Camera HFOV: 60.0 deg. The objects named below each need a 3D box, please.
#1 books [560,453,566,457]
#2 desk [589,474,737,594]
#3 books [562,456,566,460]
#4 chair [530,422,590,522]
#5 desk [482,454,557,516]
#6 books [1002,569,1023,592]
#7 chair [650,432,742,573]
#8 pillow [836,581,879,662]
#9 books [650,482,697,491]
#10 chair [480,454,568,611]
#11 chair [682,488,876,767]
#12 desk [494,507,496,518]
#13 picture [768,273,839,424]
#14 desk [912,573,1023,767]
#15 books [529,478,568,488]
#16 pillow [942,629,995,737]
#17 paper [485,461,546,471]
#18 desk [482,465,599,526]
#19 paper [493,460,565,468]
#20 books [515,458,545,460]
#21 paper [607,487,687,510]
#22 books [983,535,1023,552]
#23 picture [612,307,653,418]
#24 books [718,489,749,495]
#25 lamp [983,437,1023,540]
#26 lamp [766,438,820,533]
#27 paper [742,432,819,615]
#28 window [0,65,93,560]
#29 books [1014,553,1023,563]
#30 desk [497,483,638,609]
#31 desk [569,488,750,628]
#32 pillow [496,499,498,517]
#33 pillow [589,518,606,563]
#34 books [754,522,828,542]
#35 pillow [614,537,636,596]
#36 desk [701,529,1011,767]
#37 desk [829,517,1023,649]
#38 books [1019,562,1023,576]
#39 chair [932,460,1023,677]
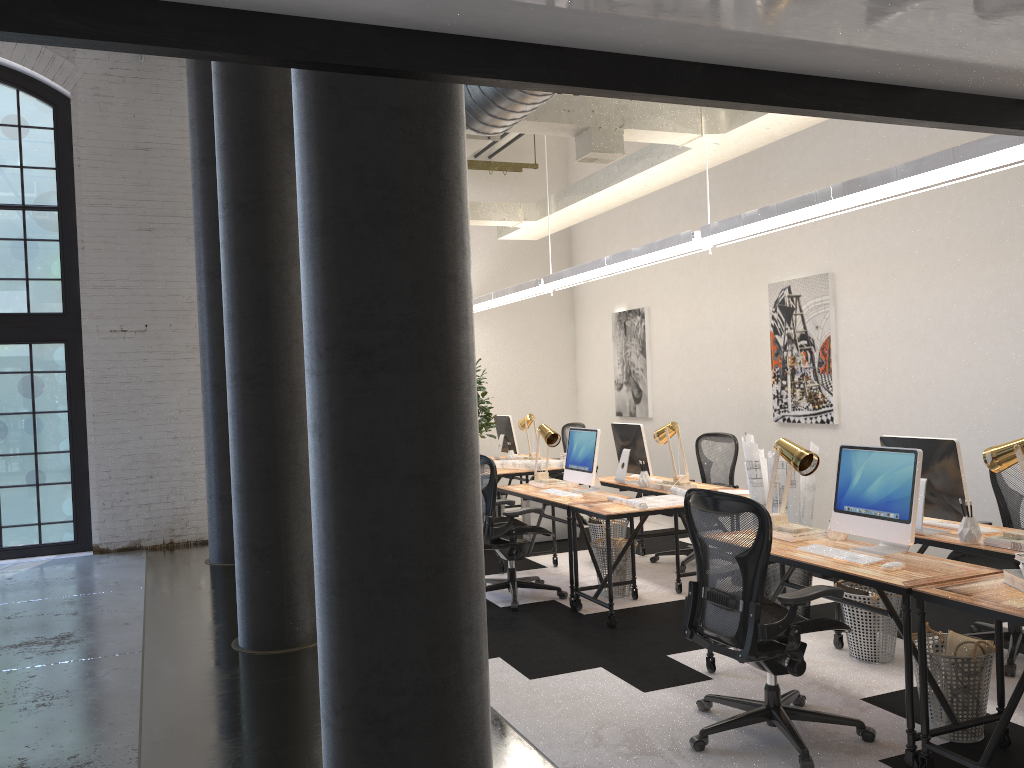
[{"bbox_3d":[0.581,0.693,8.693,0.153,0.030,0.185,-2,0,-24],"label":"books"},{"bbox_3d":[1.166,1.155,7.116,0.529,0.724,1.401,-3,0,-22],"label":"desk"},{"bbox_3d":[0.597,0.724,8.698,0.193,0.044,0.257,-2,0,-5],"label":"books"},{"bbox_3d":[0.539,0.984,9.861,0.792,1.086,0.770,-3,1,-38],"label":"chair"},{"bbox_3d":[0.135,1.178,9.593,0.529,0.724,1.401,-3,0,-22],"label":"desk"},{"bbox_3d":[1.968,0.732,3.258,0.200,0.050,0.271,-2,0,5],"label":"books"},{"bbox_3d":[1.571,0.961,7.385,0.792,1.086,0.770,-3,1,-38],"label":"chair"},{"bbox_3d":[1.870,1.284,4.779,0.119,0.406,0.239,-3,1,-21],"label":"pillow"},{"bbox_3d":[1.216,0.770,6.683,0.225,0.038,0.309,-2,0,-22],"label":"books"},{"bbox_3d":[-0.040,1.028,6.531,0.792,1.086,0.770,-3,1,-38],"label":"chair"},{"bbox_3d":[1.090,0.979,3.863,0.792,1.086,0.770,-3,1,-38],"label":"chair"},{"bbox_3d":[-0.652,1.211,9.281,0.529,0.724,1.401,-3,0,-22],"label":"desk"},{"bbox_3d":[2.373,-0.271,7.259,0.049,1.183,0.731,-3,1,-22],"label":"picture"},{"bbox_3d":[2.274,1.106,3.394,1.400,0.725,0.529,-2,1,-22],"label":"desk"},{"bbox_3d":[0.297,0.809,7.226,0.225,0.038,0.309,-2,0,-22],"label":"books"},{"bbox_3d":[1.950,1.280,3.811,0.119,0.406,0.239,-3,1,-21],"label":"pillow"},{"bbox_3d":[-0.108,0.783,8.618,1.134,0.082,0.083,-2,0,43],"label":"paper"},{"bbox_3d":[0.112,1.178,8.539,1.400,0.725,0.529,-2,1,-22],"label":"desk"},{"bbox_3d":[0.047,0.777,8.680,1.134,0.082,0.083,-2,0,33],"label":"paper"},{"bbox_3d":[0.185,0.793,9.159,0.225,0.038,0.309,-2,0,-22],"label":"books"},{"bbox_3d":[1.004,0.776,6.039,0.625,0.061,0.568,-2,0,-25],"label":"paper"},{"bbox_3d":[2.347,0.721,4.015,0.225,0.038,0.309,-2,0,-22],"label":"books"},{"bbox_3d":[1.326,-0.225,9.839,0.049,1.183,0.731,-3,1,-22],"label":"picture"},{"bbox_3d":[1.580,0.767,6.267,0.243,0.019,0.205,-2,0,15],"label":"books"},{"bbox_3d":[2.342,0.470,4.068,0.127,0.470,0.344,-3,1,-22],"label":"lamp"},{"bbox_3d":[1.410,0.510,4.497,0.126,0.470,0.344,-3,1,-22],"label":"lamp"},{"bbox_3d":[1.727,0.894,5.707,0.412,1.198,0.440,-3,1,-44],"label":"paper"},{"bbox_3d":[-5.681,-0.728,8.905,2.490,5.180,0.138,-3,1,-22],"label":"window"},{"bbox_3d":[1.975,0.653,3.272,0.153,0.030,0.185,-2,0,6],"label":"books"},{"bbox_3d":[0.380,1.188,6.804,0.529,0.724,1.401,-3,0,-22],"label":"desk"},{"bbox_3d":[1.144,1.155,6.062,1.400,0.725,0.529,-2,1,-22],"label":"desk"},{"bbox_3d":[-0.212,1.352,8.955,0.119,0.406,0.239,-3,1,-21],"label":"pillow"},{"bbox_3d":[0.739,1.333,7.447,0.119,0.406,0.239,-3,1,-21],"label":"pillow"},{"bbox_3d":[1.428,0.760,4.558,0.225,0.038,0.309,-2,0,-22],"label":"books"},{"bbox_3d":[0.820,1.329,6.479,0.119,0.406,0.239,-3,1,-21],"label":"pillow"},{"bbox_3d":[1.510,1.139,4.136,0.529,0.724,1.401,-3,0,-22],"label":"desk"},{"bbox_3d":[2.296,1.106,4.448,0.529,0.724,1.401,-3,0,-22],"label":"desk"},{"bbox_3d":[1.991,0.684,3.269,0.193,0.044,0.257,-2,0,25],"label":"books"},{"bbox_3d":[2.701,0.912,4.716,0.792,1.086,0.770,-3,1,-38],"label":"chair"}]
